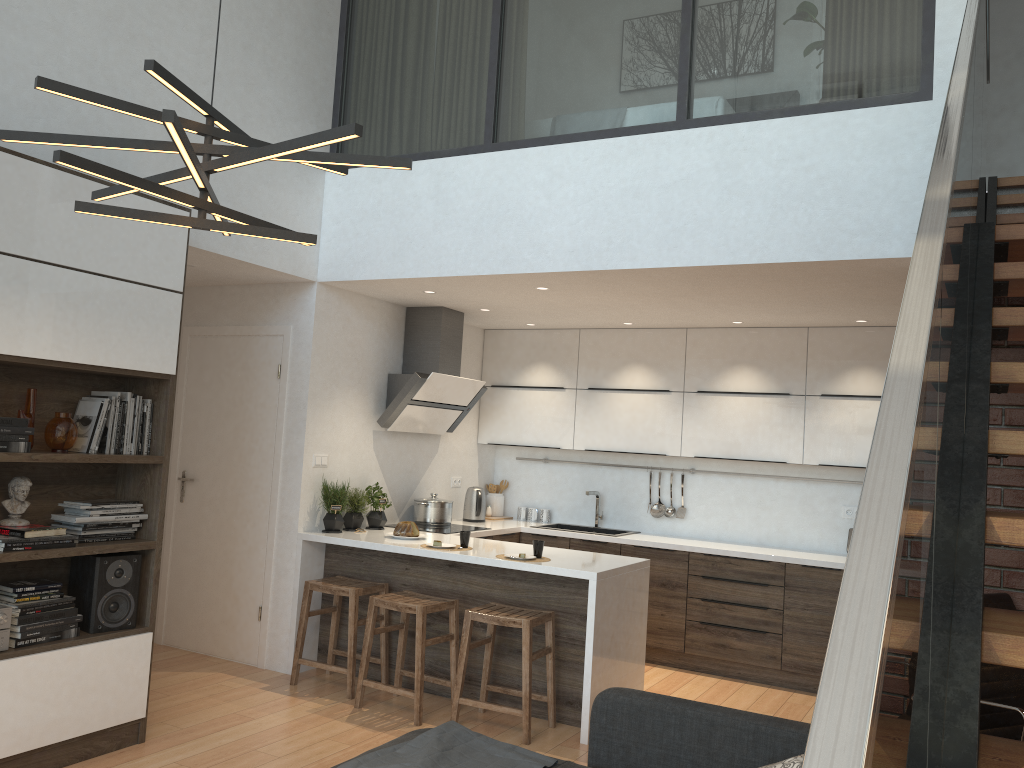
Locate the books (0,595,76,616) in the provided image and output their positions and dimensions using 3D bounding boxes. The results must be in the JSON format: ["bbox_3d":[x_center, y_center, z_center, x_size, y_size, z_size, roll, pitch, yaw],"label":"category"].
[{"bbox_3d":[-2.043,0.929,3.757,0.224,0.042,0.277,2,-4,24],"label":"books"}]

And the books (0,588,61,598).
[{"bbox_3d":[-2.050,0.877,3.762,0.142,0.015,0.198,2,-4,27],"label":"books"}]

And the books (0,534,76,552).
[{"bbox_3d":[-2.030,0.651,3.693,0.250,0.047,0.310,1,-5,34],"label":"books"}]

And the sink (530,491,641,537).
[{"bbox_3d":[0.565,1.082,6.778,0.706,0.518,0.512,1,-4,29],"label":"sink"}]

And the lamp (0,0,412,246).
[{"bbox_3d":[-0.709,-2.225,2.465,1.200,3.645,0.831,1,-5,38],"label":"lamp"}]

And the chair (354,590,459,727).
[{"bbox_3d":[-0.551,1.468,4.827,0.450,0.600,0.350,1,-5,33],"label":"chair"}]

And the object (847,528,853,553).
[{"bbox_3d":[2.414,1.077,5.978,0.177,0.195,0.260,7,-5,-41],"label":"object"}]

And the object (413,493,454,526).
[{"bbox_3d":[-0.572,0.903,6.430,0.315,0.223,0.288,5,-4,-20],"label":"object"}]

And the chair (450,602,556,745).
[{"bbox_3d":[-0.027,1.487,4.632,0.450,0.600,0.350,2,-4,26],"label":"chair"}]

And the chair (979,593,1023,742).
[{"bbox_3d":[1.927,1.316,3.231,0.651,0.991,0.700,6,-4,-27],"label":"chair"}]

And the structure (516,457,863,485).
[{"bbox_3d":[1.360,0.658,6.706,3.000,0.045,0.050,1,-4,29],"label":"structure"}]

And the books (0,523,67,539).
[{"bbox_3d":[-2.048,0.612,3.717,0.266,0.030,0.209,2,-4,22],"label":"books"}]

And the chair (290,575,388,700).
[{"bbox_3d":[-0.990,1.465,5.205,0.450,0.600,0.350,1,-4,29],"label":"chair"}]

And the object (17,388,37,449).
[{"bbox_3d":[-2.068,0.150,3.766,0.082,0.265,0.081,7,-5,-40],"label":"object"}]

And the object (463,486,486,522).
[{"bbox_3d":[-0.294,0.935,6.906,0.179,0.270,0.220,2,-4,16],"label":"object"}]

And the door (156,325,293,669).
[{"bbox_3d":[-1.875,0.683,5.744,0.974,2.136,0.085,1,-4,29],"label":"door"}]

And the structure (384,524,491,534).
[{"bbox_3d":[-0.531,1.008,6.243,0.550,0.006,0.609,1,-4,29],"label":"structure"}]

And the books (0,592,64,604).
[{"bbox_3d":[-2.048,0.896,3.760,0.161,0.023,0.213,1,-4,32],"label":"books"}]

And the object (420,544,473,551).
[{"bbox_3d":[-0.380,0.946,5.140,0.305,0.002,0.305,4,-4,-2],"label":"object"}]

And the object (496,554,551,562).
[{"bbox_3d":[0.061,0.955,4.866,0.304,0.002,0.304,6,-4,-29],"label":"object"}]

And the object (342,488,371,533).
[{"bbox_3d":[-1.009,0.805,5.737,0.221,0.283,0.211,0,-5,42],"label":"object"}]

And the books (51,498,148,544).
[{"bbox_3d":[-1.884,0.618,4.025,0.224,0.176,0.374,2,-4,28],"label":"books"}]

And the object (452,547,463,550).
[{"bbox_3d":[-0.319,0.937,5.047,0.025,0.011,0.126,1,-5,32],"label":"object"}]

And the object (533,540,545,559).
[{"bbox_3d":[0.145,0.914,4.901,0.066,0.093,0.066,3,-4,2],"label":"object"}]

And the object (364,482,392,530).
[{"bbox_3d":[-0.909,0.809,5.907,0.179,0.311,0.172,0,-5,39],"label":"object"}]

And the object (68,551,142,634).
[{"bbox_3d":[-1.856,0.936,4.043,0.244,0.331,0.214,1,-5,38],"label":"object"}]

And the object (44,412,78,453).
[{"bbox_3d":[-1.941,0.208,3.821,0.130,0.171,0.130,5,-4,-22],"label":"object"}]

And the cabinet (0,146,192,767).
[{"bbox_3d":[-2.697,0.225,2.463,0.338,2.494,4.036,1,-4,29],"label":"cabinet"}]

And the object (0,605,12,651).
[{"bbox_3d":[-2.165,0.958,3.452,0.270,0.174,0.285,1,-4,29],"label":"object"}]

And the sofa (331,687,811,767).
[{"bbox_3d":[-0.403,1.076,1.761,2.108,0.995,3.169,1,-4,29],"label":"sofa"}]

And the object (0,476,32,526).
[{"bbox_3d":[-2.096,0.492,3.750,0.117,0.207,0.116,5,-4,-21],"label":"object"}]

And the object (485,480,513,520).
[{"bbox_3d":[-0.153,0.947,7.312,0.221,0.316,0.330,1,-4,29],"label":"object"}]

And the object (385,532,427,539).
[{"bbox_3d":[-0.654,0.942,5.488,0.261,0.021,0.261,2,-4,23],"label":"object"}]

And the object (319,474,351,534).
[{"bbox_3d":[-1.111,0.744,5.551,0.186,0.367,0.196,1,-4,28],"label":"object"}]

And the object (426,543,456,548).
[{"bbox_3d":[-0.408,0.934,5.114,0.176,0.014,0.176,2,-4,18],"label":"object"}]

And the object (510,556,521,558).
[{"bbox_3d":[0.032,0.936,4.776,0.025,0.012,0.126,7,-5,-43],"label":"object"}]

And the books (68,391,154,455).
[{"bbox_3d":[-1.861,0.175,4.086,0.201,0.287,0.332,1,-4,28],"label":"books"}]

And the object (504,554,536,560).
[{"bbox_3d":[0.044,0.943,4.827,0.176,0.014,0.176,1,-5,33],"label":"object"}]

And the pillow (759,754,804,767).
[{"bbox_3d":[0.180,1.040,1.570,0.386,0.364,2.734,1,-5,32],"label":"pillow"}]

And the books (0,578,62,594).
[{"bbox_3d":[-2.061,0.858,3.772,0.161,0.023,0.213,1,-4,32],"label":"books"}]

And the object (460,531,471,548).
[{"bbox_3d":[-0.275,0.907,5.164,0.066,0.093,0.066,5,-4,-26],"label":"object"}]

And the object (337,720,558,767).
[{"bbox_3d":[-0.230,1.359,2.798,0.548,0.369,0.685,1,-5,36],"label":"object"}]

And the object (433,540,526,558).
[{"bbox_3d":[-0.189,0.923,4.964,0.597,0.039,0.064,2,-4,25],"label":"object"}]

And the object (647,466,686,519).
[{"bbox_3d":[1.178,0.833,6.778,0.320,0.389,0.069,1,-4,30],"label":"object"}]

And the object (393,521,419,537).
[{"bbox_3d":[-0.656,0.904,5.505,0.155,0.101,0.161,2,-4,24],"label":"object"}]

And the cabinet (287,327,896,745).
[{"bbox_3d":[0.816,0.704,5.659,3.495,2.401,2.401,1,-4,29],"label":"cabinet"}]

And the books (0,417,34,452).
[{"bbox_3d":[-2.148,0.194,3.532,0.277,0.137,0.343,2,-4,24],"label":"books"}]

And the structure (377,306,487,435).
[{"bbox_3d":[-0.534,-0.142,6.365,0.407,0.998,0.898,1,-4,29],"label":"structure"}]

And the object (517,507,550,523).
[{"bbox_3d":[0.174,1.070,7.261,0.297,0.105,0.112,1,-4,30],"label":"object"}]

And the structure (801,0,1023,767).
[{"bbox_3d":[1.819,0.239,2.236,1.289,3.460,5.660,1,-4,29],"label":"structure"}]

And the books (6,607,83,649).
[{"bbox_3d":[-2.028,1.012,3.747,0.248,0.123,0.307,2,-4,24],"label":"books"}]
